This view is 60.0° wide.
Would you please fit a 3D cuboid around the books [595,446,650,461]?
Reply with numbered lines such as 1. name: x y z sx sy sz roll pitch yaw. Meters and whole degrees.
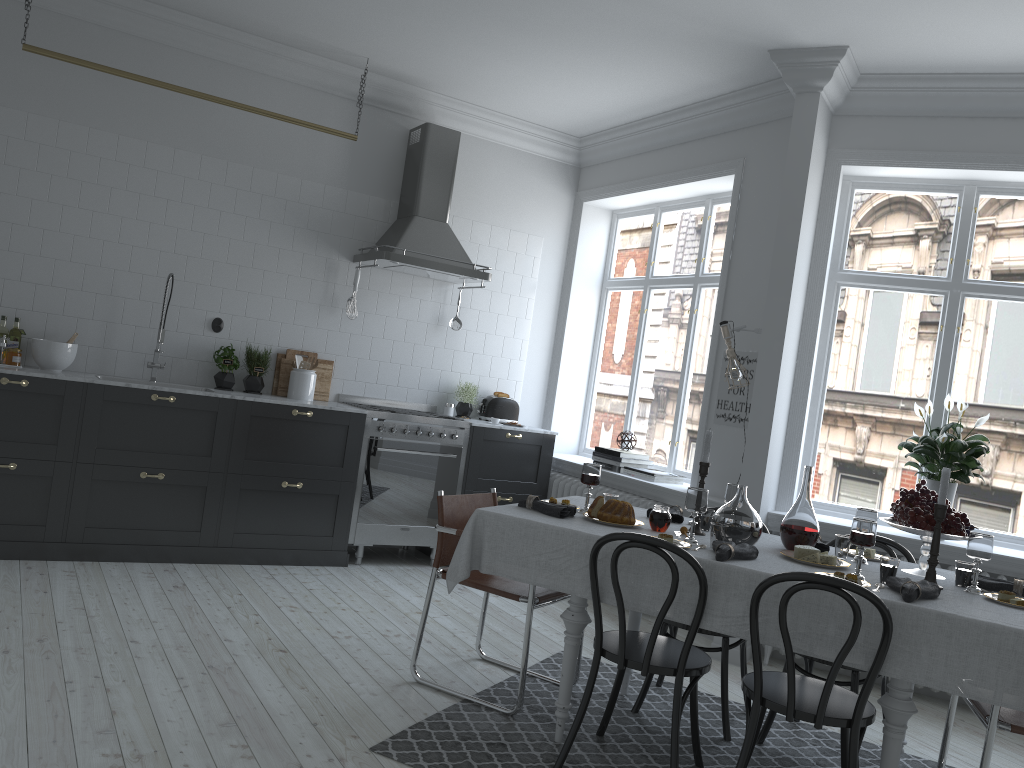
1. books: 0.790 0.498 6.371 0.259 0.038 0.325 8 0 -28

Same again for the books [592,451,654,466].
1. books: 0.795 0.534 6.363 0.287 0.031 0.351 8 0 -30

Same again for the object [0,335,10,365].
1. object: -2.959 -0.200 5.151 0.059 0.172 0.059 8 0 2

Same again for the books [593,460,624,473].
1. books: 0.783 0.601 6.362 0.259 0.044 0.351 8 0 -28

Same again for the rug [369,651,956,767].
1. rug: 0.818 1.468 3.377 2.166 0.021 1.701 8 0 28

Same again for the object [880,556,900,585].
1. object: 1.317 0.655 3.103 0.066 0.094 0.066 8 0 -41

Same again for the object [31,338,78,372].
1. object: -2.743 -0.169 5.302 0.247 0.175 0.247 8 0 -16

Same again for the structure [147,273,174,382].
1. structure: -2.167 -0.347 5.523 0.100 0.692 0.266 8 0 -30

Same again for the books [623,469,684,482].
1. books: 0.960 0.621 6.043 0.254 0.019 0.337 8 0 -32

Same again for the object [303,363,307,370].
1. object: -1.420 -0.021 6.076 0.114 0.247 0.050 8 0 25

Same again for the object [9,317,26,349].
1. object: -2.953 -0.254 5.287 0.089 0.282 0.082 8 0 -30

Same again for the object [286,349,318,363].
1. object: -1.474 -0.066 6.155 0.220 0.330 0.041 8 0 -30

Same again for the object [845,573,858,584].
1. object: 1.143 0.659 2.986 0.036 0.039 0.051 8 0 10

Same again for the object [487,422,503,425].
1. object: -0.125 0.289 6.457 0.126 0.008 0.126 8 0 -3

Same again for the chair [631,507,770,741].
1. chair: 0.887 1.030 4.006 0.463 0.909 0.564 8 0 24

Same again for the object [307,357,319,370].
1. object: -1.409 -0.042 6.078 0.056 0.296 0.131 8 0 40

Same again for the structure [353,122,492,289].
1. structure: -0.565 -1.283 6.295 0.843 1.079 0.567 8 0 -30

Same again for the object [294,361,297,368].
1. object: -1.448 -0.026 6.057 0.118 0.250 0.033 8 0 -30

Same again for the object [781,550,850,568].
1. object: 1.151 0.671 3.371 0.251 0.018 0.251 8 0 -30

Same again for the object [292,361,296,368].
1. object: -1.447 -0.026 6.008 0.117 0.251 0.061 8 0 0

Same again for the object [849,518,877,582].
1. object: 1.220 0.582 3.102 0.083 0.215 0.083 8 0 -25

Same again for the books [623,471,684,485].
1. books: 0.959 0.640 6.037 0.254 0.019 0.343 8 0 -30

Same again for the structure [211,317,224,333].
1. structure: -1.954 -0.391 5.893 0.079 0.103 0.032 8 0 -30

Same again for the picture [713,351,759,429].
1. picture: 1.365 0.029 5.399 0.003 0.457 0.311 8 0 -30

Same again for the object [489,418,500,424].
1. object: -0.123 0.270 6.456 0.072 0.040 0.070 8 0 -38

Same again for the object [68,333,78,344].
1. object: -2.700 -0.202 5.357 0.042 0.232 0.209 8 0 11

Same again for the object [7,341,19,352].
1. object: -2.962 -0.184 5.231 0.077 0.141 0.044 8 0 -30

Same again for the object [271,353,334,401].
1. object: -1.460 -0.044 6.201 0.400 0.290 0.030 8 0 -30

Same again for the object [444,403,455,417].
1. object: -0.472 0.195 6.665 0.072 0.095 0.072 8 0 15

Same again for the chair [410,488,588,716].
1. chair: -0.025 0.936 3.969 0.593 0.837 0.546 8 0 32

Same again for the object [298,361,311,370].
1. object: -1.441 -0.030 5.984 0.149 0.262 0.054 8 0 35

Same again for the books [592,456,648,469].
1. books: 0.775 0.562 6.367 0.259 0.031 0.328 8 0 -32

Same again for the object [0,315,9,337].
1. object: -3.026 -0.265 5.251 0.066 0.282 0.066 8 0 -35

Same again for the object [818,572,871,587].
1. object: 1.116 0.668 3.001 0.182 0.013 0.182 8 0 -15

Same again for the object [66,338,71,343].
1. object: -2.723 -0.196 5.353 0.058 0.214 0.218 8 0 21

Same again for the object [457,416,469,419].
1. object: -0.372 0.248 6.623 0.091 0.018 0.062 8 0 -32

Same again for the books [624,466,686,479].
1. books: 0.972 0.605 6.044 0.274 0.016 0.341 8 0 -28

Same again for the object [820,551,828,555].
1. object: 1.183 0.661 3.426 0.077 0.040 0.039 8 0 40

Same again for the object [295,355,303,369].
1. object: -1.426 -0.043 6.036 0.141 0.290 0.064 8 0 34

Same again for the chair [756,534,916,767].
1. chair: 1.408 1.106 3.768 0.463 0.909 0.564 8 0 39

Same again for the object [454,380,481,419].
1. object: -0.343 0.118 6.715 0.210 0.283 0.220 8 0 -17

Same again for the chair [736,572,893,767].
1. chair: 0.984 1.047 2.972 0.463 0.909 0.564 8 0 19

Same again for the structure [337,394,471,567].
1. structure: -0.828 0.681 6.266 0.779 1.096 0.651 8 0 -30

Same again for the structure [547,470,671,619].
1. structure: 0.520 1.072 6.316 0.245 0.753 1.673 8 0 -30

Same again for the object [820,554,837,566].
1. object: 1.188 0.665 3.365 0.077 0.039 0.040 8 0 30

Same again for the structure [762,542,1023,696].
1. structure: 2.203 1.318 4.707 1.710 0.753 0.245 8 0 23

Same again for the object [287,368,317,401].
1. object: -1.426 0.003 6.028 0.174 0.208 0.174 8 0 -34

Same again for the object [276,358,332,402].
1. object: -1.438 -0.026 6.150 0.360 0.261 0.053 8 0 -30

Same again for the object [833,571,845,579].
1. object: 1.105 0.653 2.999 0.021 0.037 0.057 8 0 41

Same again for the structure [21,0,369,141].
1. structure: -1.842 -2.010 5.404 1.988 0.556 0.053 8 0 -30

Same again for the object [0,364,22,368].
1. object: -2.970 -0.117 5.192 0.180 0.008 0.272 8 0 -30

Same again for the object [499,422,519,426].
1. object: -0.011 0.298 6.568 0.209 0.008 0.018 8 0 5

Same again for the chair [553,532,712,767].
1. chair: 0.493 0.975 3.253 0.463 0.909 0.564 8 0 24

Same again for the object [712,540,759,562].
1. object: 0.810 0.601 3.184 0.165 0.061 0.247 8 0 10

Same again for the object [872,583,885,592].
1. object: 1.235 0.685 2.986 0.031 0.012 0.131 8 0 28

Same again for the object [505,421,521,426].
1. object: 0.008 0.294 6.619 0.119 0.031 0.074 8 0 3

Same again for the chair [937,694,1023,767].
1. chair: 1.868 1.210 3.048 0.593 0.837 0.546 8 0 15

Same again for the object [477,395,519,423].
1. object: -0.106 0.190 6.858 0.326 0.207 0.219 8 0 -25

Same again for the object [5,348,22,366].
1. object: -2.895 -0.155 5.152 0.078 0.101 0.078 8 0 -1
